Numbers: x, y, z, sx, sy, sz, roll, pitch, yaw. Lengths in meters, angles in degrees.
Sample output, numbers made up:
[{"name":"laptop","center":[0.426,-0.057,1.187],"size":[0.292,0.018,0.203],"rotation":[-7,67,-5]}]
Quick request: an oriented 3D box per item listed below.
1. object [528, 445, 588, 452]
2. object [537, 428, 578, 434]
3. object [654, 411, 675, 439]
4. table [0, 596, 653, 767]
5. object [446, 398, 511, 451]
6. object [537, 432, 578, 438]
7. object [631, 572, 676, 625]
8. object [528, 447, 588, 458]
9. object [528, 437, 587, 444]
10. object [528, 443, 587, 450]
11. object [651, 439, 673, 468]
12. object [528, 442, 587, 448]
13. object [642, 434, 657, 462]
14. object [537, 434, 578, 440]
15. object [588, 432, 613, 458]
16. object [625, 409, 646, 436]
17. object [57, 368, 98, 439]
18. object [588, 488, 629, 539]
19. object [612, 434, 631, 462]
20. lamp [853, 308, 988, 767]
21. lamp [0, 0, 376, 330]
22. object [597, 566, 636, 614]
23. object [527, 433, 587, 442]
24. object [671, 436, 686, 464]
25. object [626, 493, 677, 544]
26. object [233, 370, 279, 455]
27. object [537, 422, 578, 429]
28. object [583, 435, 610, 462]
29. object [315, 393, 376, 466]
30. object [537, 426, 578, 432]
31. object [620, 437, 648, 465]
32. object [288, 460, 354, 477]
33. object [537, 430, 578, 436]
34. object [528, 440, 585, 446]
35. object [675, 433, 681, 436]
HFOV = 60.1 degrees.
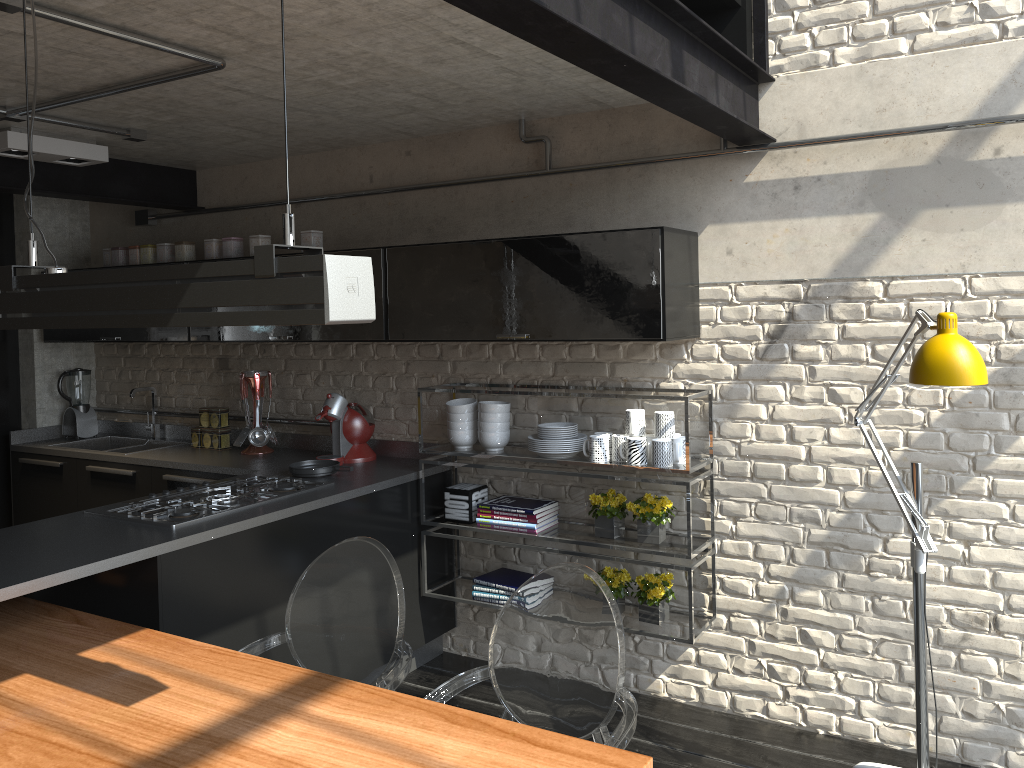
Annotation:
[{"name":"object","center":[0.192,0.275,3.723],"size":[0.251,0.031,0.252],"rotation":[-1,5,0]},{"name":"object","center":[0.191,0.202,3.721],"size":[0.171,0.029,0.171],"rotation":[2,6,35]},{"name":"object","center":[0.602,0.159,3.480],"size":[0.083,0.100,0.109],"rotation":[0,3,20]},{"name":"table","center":[-1.090,1.126,2.081],"size":[2.673,0.731,0.930],"rotation":[1,4,31]},{"name":"object","center":[-0.150,0.179,3.943],"size":[0.309,0.216,0.150],"rotation":[1,3,28]},{"name":"object","center":[0.192,0.220,3.722],"size":[0.171,0.029,0.171],"rotation":[2,6,35]},{"name":"object","center":[0.570,0.847,3.541],"size":[0.175,0.191,0.182],"rotation":[-4,4,-37]},{"name":"object","center":[0.192,0.283,3.723],"size":[0.251,0.031,0.252],"rotation":[-1,5,0]},{"name":"object","center":[0.191,0.243,3.722],"size":[0.251,0.031,0.252],"rotation":[-1,5,0]},{"name":"object","center":[0.192,0.267,3.723],"size":[0.251,0.031,0.252],"rotation":[-1,5,0]},{"name":"object","center":[0.582,0.264,3.424],"size":[0.083,0.100,0.109],"rotation":[0,3,20]},{"name":"object","center":[0.192,0.259,3.722],"size":[0.251,0.031,0.252],"rotation":[-1,5,0]},{"name":"object","center":[0.550,0.256,3.524],"size":[0.109,0.100,0.083],"rotation":[-5,4,-45]},{"name":"object","center":[0.192,0.228,3.722],"size":[0.171,0.029,0.171],"rotation":[2,6,35]},{"name":"object","center":[0.371,0.250,3.647],"size":[0.083,0.100,0.108],"rotation":[-3,3,-25]},{"name":"object","center":[0.487,0.156,3.551],"size":[0.109,0.100,0.083],"rotation":[-5,4,-45]},{"name":"object","center":[-2.642,0.116,5.353],"size":[0.162,0.422,0.224],"rotation":[0,2,31]},{"name":"object","center":[0.397,0.525,3.627],"size":[0.175,0.191,0.182],"rotation":[-4,4,-37]},{"name":"object","center":[0.446,0.255,3.570],"size":[0.083,0.100,0.109],"rotation":[0,3,20]},{"name":"lamp","center":[1.662,0.592,2.397],"size":[1.572,1.615,0.631],"rotation":[1,3,44]},{"name":"lamp","center":[-0.752,-0.561,1.807],"size":[1.088,0.888,0.125],"rotation":[1,2,31]},{"name":"object","center":[0.410,0.843,3.632],"size":[0.175,0.191,0.183],"rotation":[1,4,43]},{"name":"object","center":[0.191,0.235,3.722],"size":[0.251,0.031,0.252],"rotation":[-1,5,0]},{"name":"object","center":[0.645,0.260,3.460],"size":[0.109,0.100,0.083],"rotation":[-5,4,-45]},{"name":"object","center":[0.561,0.529,3.530],"size":[0.175,0.191,0.183],"rotation":[1,4,43]},{"name":"object","center":[-1.332,0.147,4.599],"size":[0.211,0.426,0.202],"rotation":[-3,3,-44]},{"name":"object","center":[0.191,0.185,3.721],"size":[0.171,0.029,0.171],"rotation":[2,6,35]},{"name":"object","center":[0.344,0.258,3.567],"size":[0.083,0.100,0.108],"rotation":[-3,3,-25]},{"name":"object","center":[-0.794,0.207,4.255],"size":[0.220,0.340,0.351],"rotation":[-1,3,15]},{"name":"object","center":[0.191,0.194,3.721],"size":[0.171,0.029,0.171],"rotation":[2,6,35]},{"name":"object","center":[0.484,0.262,3.483],"size":[0.083,0.100,0.108],"rotation":[-3,3,-25]},{"name":"object","center":[-0.860,0.380,3.914],"size":[0.227,0.050,0.311],"rotation":[-4,6,-30]},{"name":"object","center":[0.192,0.211,3.721],"size":[0.171,0.029,0.171],"rotation":[2,6,35]},{"name":"object","center":[0.191,0.251,3.722],"size":[0.251,0.031,0.252],"rotation":[-1,5,0]},{"name":"object","center":[0.636,0.251,3.564],"size":[0.083,0.100,0.108],"rotation":[-3,3,-25]}]
